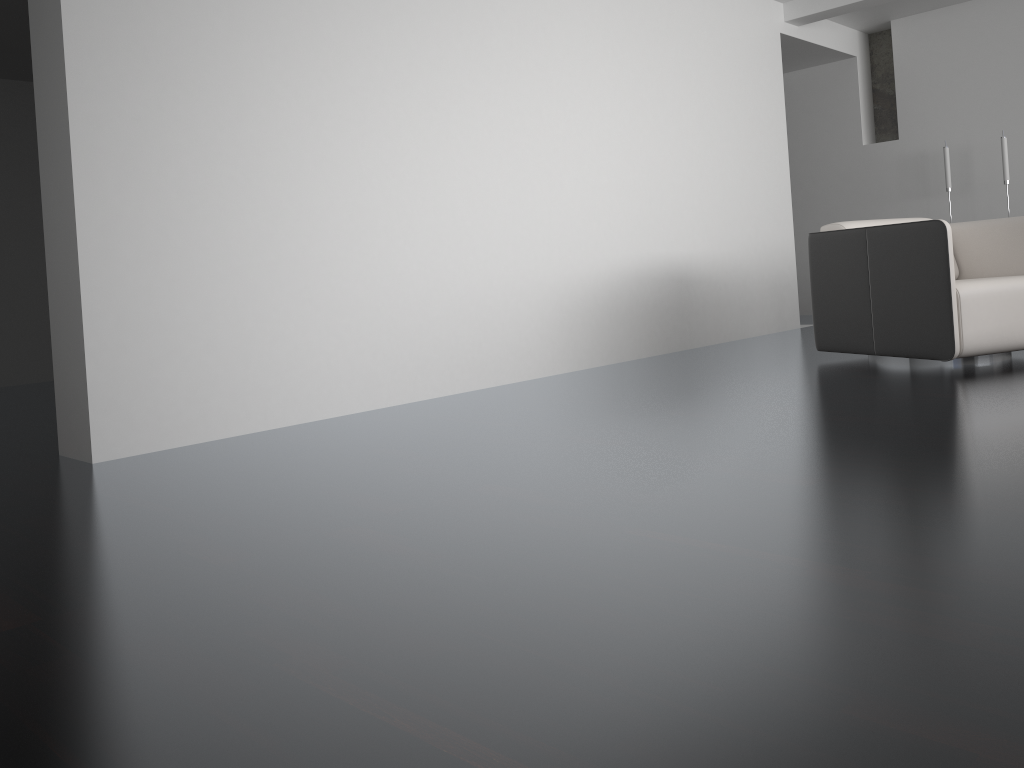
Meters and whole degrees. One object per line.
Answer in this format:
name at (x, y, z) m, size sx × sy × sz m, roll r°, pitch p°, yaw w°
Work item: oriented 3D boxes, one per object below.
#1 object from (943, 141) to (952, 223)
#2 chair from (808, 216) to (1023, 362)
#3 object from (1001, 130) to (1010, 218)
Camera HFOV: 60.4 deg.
object at (3.526, -1.258, 7.065) m, size 0.179 × 1.393 × 0.181 m, roll -4°, pitch 0°, yaw 45°
chair at (2.048, -0.501, 4.304) m, size 0.770 × 0.659 × 0.921 m, roll -5°, pitch 5°, yaw -21°
object at (3.773, -1.229, 6.678) m, size 0.179 × 1.393 × 0.181 m, roll -4°, pitch 0°, yaw 45°
